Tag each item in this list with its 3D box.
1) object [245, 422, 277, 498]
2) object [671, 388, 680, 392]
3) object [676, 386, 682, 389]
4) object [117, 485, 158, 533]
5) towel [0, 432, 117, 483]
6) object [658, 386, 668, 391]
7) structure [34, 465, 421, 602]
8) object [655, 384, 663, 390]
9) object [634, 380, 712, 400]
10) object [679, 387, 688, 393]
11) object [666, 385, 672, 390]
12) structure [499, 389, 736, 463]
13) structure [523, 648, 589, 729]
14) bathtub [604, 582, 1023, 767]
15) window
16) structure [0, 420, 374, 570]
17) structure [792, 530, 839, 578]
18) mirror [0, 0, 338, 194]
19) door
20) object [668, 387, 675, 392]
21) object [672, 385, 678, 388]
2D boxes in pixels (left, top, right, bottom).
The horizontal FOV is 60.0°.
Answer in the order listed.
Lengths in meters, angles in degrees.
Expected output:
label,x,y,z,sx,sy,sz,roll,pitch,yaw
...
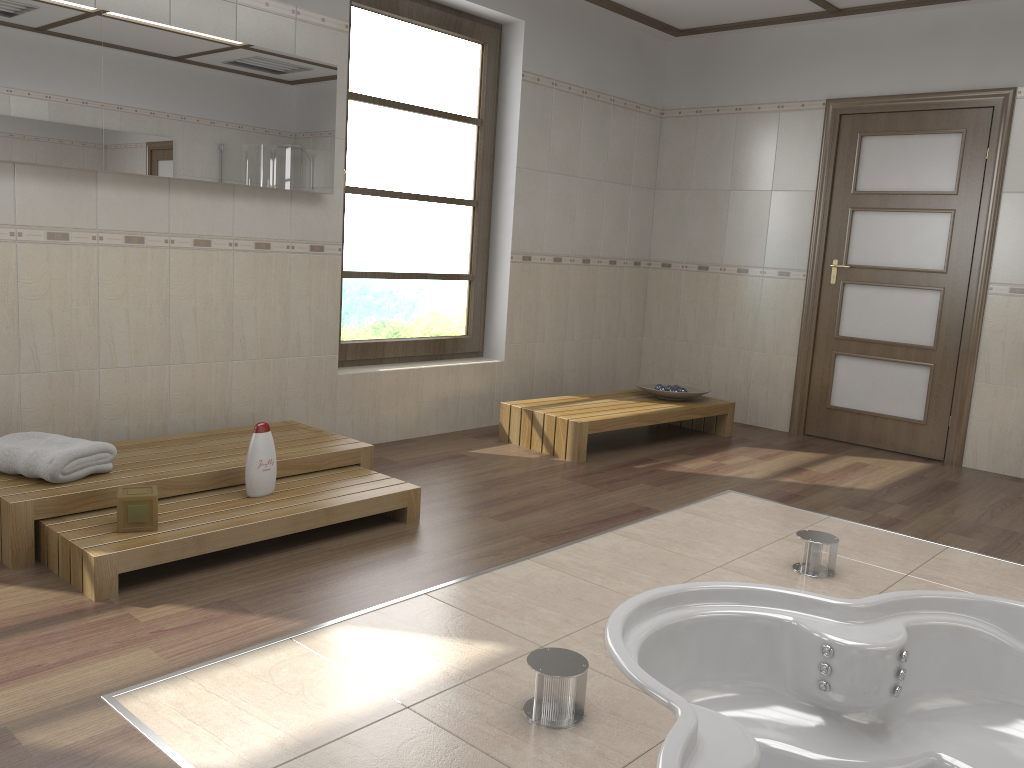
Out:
label,x,y,z,sx,sy,sz,roll,pitch,yaw
object,-0.925,0.277,3.272,0.063,0.276,0.134,10,11,34
object,1.024,0.057,5.544,0.060,0.060,0.060,11,12,40
object,1.062,0.045,5.643,0.060,0.060,0.060,11,12,40
object,-1.208,0.402,2.860,0.120,0.120,0.120,0,10,-23
towel,-1.651,0.251,3.136,0.399,0.119,0.280,7,10,21
object,0.953,0.042,5.608,0.060,0.060,0.060,11,12,40
structure,-1.023,0.480,3.275,0.620,0.140,1.280,11,12,41
object,0.943,0.030,5.669,0.060,0.060,0.060,11,12,40
object,1.015,0.050,5.628,0.487,0.076,0.487,3,9,-2
object,1.075,0.052,5.582,0.060,0.060,0.060,11,12,40
object,1.004,0.038,5.668,0.060,0.060,0.060,11,12,40
structure,0.670,0.218,5.370,1.450,0.220,0.620,-5,12,-43
structure,0.106,0.732,2.143,0.150,0.131,0.150,-5,12,-43
bathtub,1.139,1.166,2.262,1.751,0.674,1.754,3,9,-3
window,-0.534,-1.112,4.986,0.117,1.934,1.188,11,12,41
structure,-1.320,0.381,3.528,0.620,0.220,1.450,11,12,41
structure,1.112,0.622,3.249,0.150,0.131,0.150,5,9,7
mirror,-1.582,-1.131,3.425,0.005,0.600,2.200,11,12,41
door,2.306,-0.609,5.390,0.861,2.026,0.102,11,11,39
object,1.015,0.049,5.603,0.060,0.060,0.060,11,12,40
object,1.055,0.035,5.704,0.060,0.060,0.060,11,12,40
